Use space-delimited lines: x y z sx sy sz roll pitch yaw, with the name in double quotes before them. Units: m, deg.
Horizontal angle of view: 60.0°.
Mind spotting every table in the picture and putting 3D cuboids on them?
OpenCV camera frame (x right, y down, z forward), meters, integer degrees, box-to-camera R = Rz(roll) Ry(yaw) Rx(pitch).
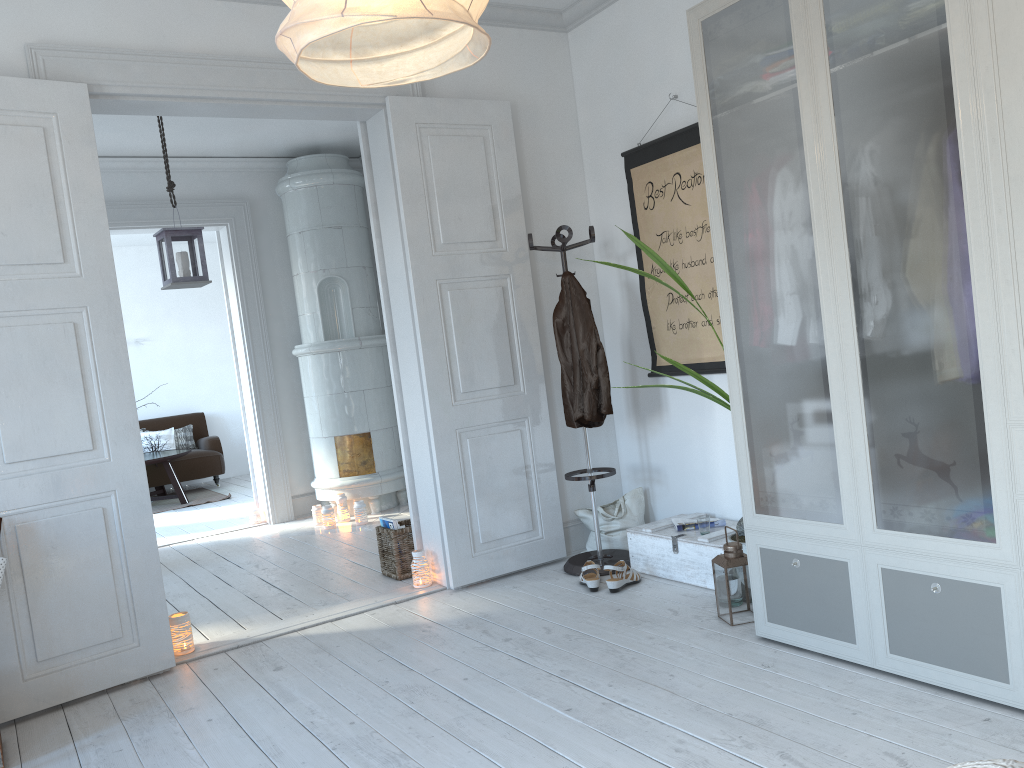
"table" -3.847 1.004 8.848 1.298 0.504 1.300 -9 3 -41

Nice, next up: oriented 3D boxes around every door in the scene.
"door" -2.642 -0.063 6.568 2.595 2.508 0.578 -9 4 -31
"door" -1.071 -0.155 3.995 2.595 2.508 0.578 -9 4 -31

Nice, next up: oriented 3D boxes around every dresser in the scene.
"dresser" 1.348 -0.249 2.599 0.630 2.165 1.432 -9 4 -31

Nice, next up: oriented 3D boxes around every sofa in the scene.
"sofa" -4.274 0.856 9.515 2.162 0.825 0.969 -9 3 -31

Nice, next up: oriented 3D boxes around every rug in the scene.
"rug" -3.831 1.227 8.885 1.708 0.055 1.456 -9 3 -31

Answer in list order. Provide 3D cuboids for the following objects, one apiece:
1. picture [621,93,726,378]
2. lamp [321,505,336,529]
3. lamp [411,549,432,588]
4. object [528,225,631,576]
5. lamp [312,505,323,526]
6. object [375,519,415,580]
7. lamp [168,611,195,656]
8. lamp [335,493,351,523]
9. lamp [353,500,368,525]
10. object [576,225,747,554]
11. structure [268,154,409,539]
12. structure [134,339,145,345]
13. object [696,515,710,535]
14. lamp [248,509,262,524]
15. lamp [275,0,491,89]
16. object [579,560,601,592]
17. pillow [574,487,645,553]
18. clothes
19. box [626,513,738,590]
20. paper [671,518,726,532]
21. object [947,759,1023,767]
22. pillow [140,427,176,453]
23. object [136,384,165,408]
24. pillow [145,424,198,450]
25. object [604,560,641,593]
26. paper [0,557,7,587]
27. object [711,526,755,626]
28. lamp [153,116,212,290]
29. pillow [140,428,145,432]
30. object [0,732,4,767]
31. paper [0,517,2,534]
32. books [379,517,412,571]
"picture" 0.828 -0.696 4.140 0.057 1.314 0.793 -9 4 -31
"lamp" -1.317 0.954 6.367 0.089 0.166 0.089 -9 4 -30
"lamp" -0.452 0.913 4.381 0.093 0.180 0.092 -4 4 42
"object" 0.338 0.076 4.333 0.374 1.660 0.374 -9 4 -24
"lamp" -1.435 0.971 6.565 0.084 0.146 0.084 -9 4 -27
"object" -0.550 0.876 4.750 0.269 0.265 0.224 -9 3 -31
"lamp" -1.410 1.064 3.780 0.089 0.166 0.089 -10 4 -39
"lamp" -1.255 0.916 6.561 0.098 0.210 0.098 -9 4 -27
"lamp" -1.088 0.925 6.373 0.089 0.166 0.089 -9 4 -32
"object" 0.845 0.098 3.522 1.043 1.555 0.288 -7 3 -2
"structure" -1.371 -0.311 6.712 0.801 2.830 1.246 -6 3 14
"structure" -4.635 -0.468 9.861 1.024 0.479 0.085 -9 4 -31
"object" 0.845 0.622 3.898 0.060 0.082 0.060 -6 3 24
"lamp" -2.014 1.038 6.947 0.093 0.110 0.093 -8 3 -14
"lamp" -0.267 -1.110 1.339 0.338 1.232 0.340 -7 3 0
"object" 0.354 0.860 4.065 0.099 0.126 0.272 -7 3 1
"pillow" 0.531 0.717 4.645 0.317 0.314 0.273 -9 3 -30
"clothes" 0.329 -0.162 4.251 0.237 0.771 0.211 -7 3 2
"box" 0.863 0.749 4.030 0.375 0.218 0.641 -9 3 -31
"paper" 0.857 0.638 4.086 0.222 0.031 0.175 -7 2 1
"object" 0.047 0.540 0.573 1.458 0.104 0.405 -9 3 -31
"pillow" -3.926 0.637 9.723 0.470 0.309 0.188 -9 4 -31
"object" -3.821 0.214 8.804 0.526 1.067 0.844 -5 4 29
"pillow" -3.814 0.627 9.923 0.541 0.288 0.183 -9 3 -30
"object" 0.504 0.844 3.992 0.099 0.126 0.272 -5 3 31
"paper" -1.767 0.905 2.925 0.041 0.627 0.282 -5 4 37
"object" 0.844 0.716 3.349 0.131 0.352 0.137 -8 3 -9
"lamp" -1.980 -1.434 5.038 0.228 1.764 0.228 -10 4 -35
"pillow" -4.211 0.686 9.637 0.472 0.348 0.158 -9 4 -33
"object" -1.965 1.129 2.764 0.664 0.283 0.339 -9 3 -31
"paper" -1.820 0.846 3.045 0.048 0.747 0.297 -6 3 14
"books" -0.565 0.845 4.742 0.200 0.300 0.179 -9 4 -31
